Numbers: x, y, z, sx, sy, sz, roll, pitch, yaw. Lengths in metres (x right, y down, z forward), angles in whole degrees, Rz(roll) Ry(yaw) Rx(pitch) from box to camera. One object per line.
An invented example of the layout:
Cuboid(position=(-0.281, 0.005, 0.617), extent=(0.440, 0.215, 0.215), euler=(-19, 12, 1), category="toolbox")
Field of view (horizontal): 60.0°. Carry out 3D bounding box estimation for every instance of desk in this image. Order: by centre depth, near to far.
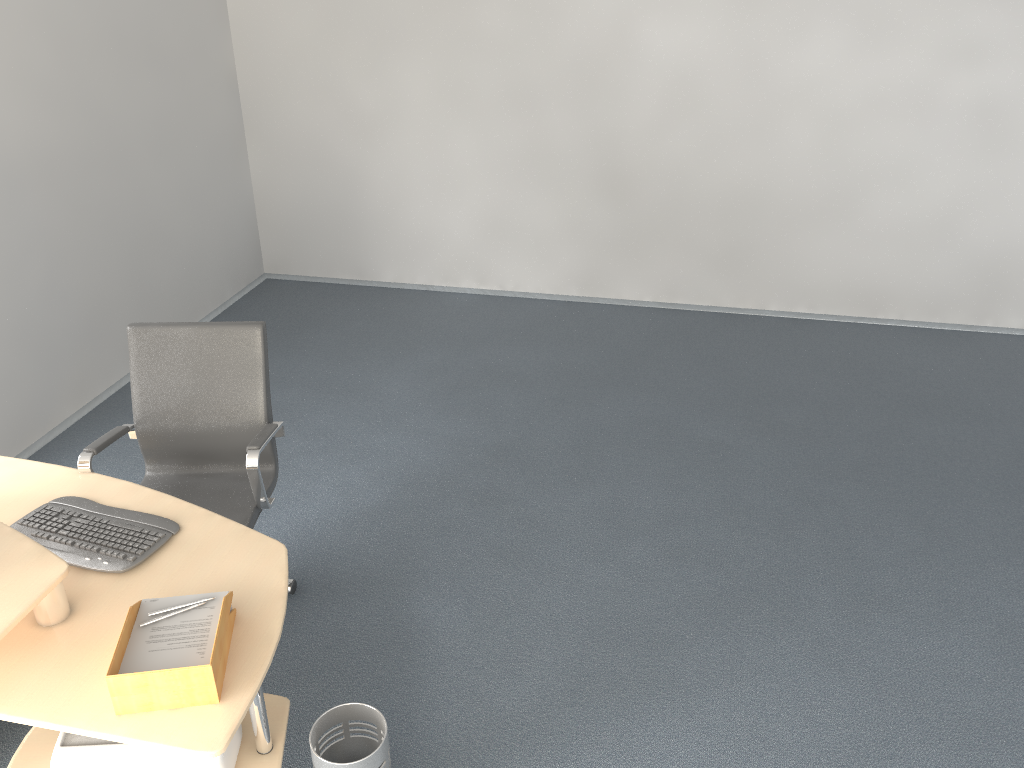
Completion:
Cuboid(position=(-1.239, 0.464, 2.422), extent=(1.469, 1.566, 0.967), euler=(5, 28, 11), category="desk")

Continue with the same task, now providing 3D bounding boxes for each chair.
Cuboid(position=(-1.119, 0.386, 3.143), extent=(0.584, 1.048, 0.652), euler=(-1, 27, -1), category="chair")

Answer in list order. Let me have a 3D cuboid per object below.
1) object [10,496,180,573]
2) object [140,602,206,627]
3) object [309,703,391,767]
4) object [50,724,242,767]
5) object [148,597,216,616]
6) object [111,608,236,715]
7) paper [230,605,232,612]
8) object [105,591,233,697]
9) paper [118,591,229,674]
Cuboid(position=(-1.315, 0.566, 2.357), extent=(0.478, 0.082, 0.814), euler=(9, 29, 18), category="object")
Cuboid(position=(-0.825, 0.561, 2.165), extent=(0.159, 0.009, 0.008), euler=(-16, 31, -28), category="object")
Cuboid(position=(-0.440, 1.107, 2.477), extent=(0.208, 0.377, 0.208), euler=(-17, 32, -30), category="object")
Cuboid(position=(-0.969, 0.929, 2.428), extent=(0.438, 0.162, 0.351), euler=(-2, 27, -3), category="object")
Cuboid(position=(-0.813, 0.548, 2.189), extent=(0.159, 0.009, 0.008), euler=(-12, 29, -21), category="object")
Cuboid(position=(-0.798, 0.637, 2.120), extent=(0.225, 0.060, 0.309), euler=(-4, 27, -8), category="object")
Cuboid(position=(-0.798, 0.648, 2.127), extent=(0.210, 0.019, 0.297), euler=(-4, 27, -8), category="paper")
Cuboid(position=(-0.798, 0.587, 2.094), extent=(0.225, 0.060, 0.309), euler=(-4, 27, -8), category="object")
Cuboid(position=(-0.799, 0.602, 2.103), extent=(0.210, 0.010, 0.297), euler=(-4, 27, -8), category="paper")
